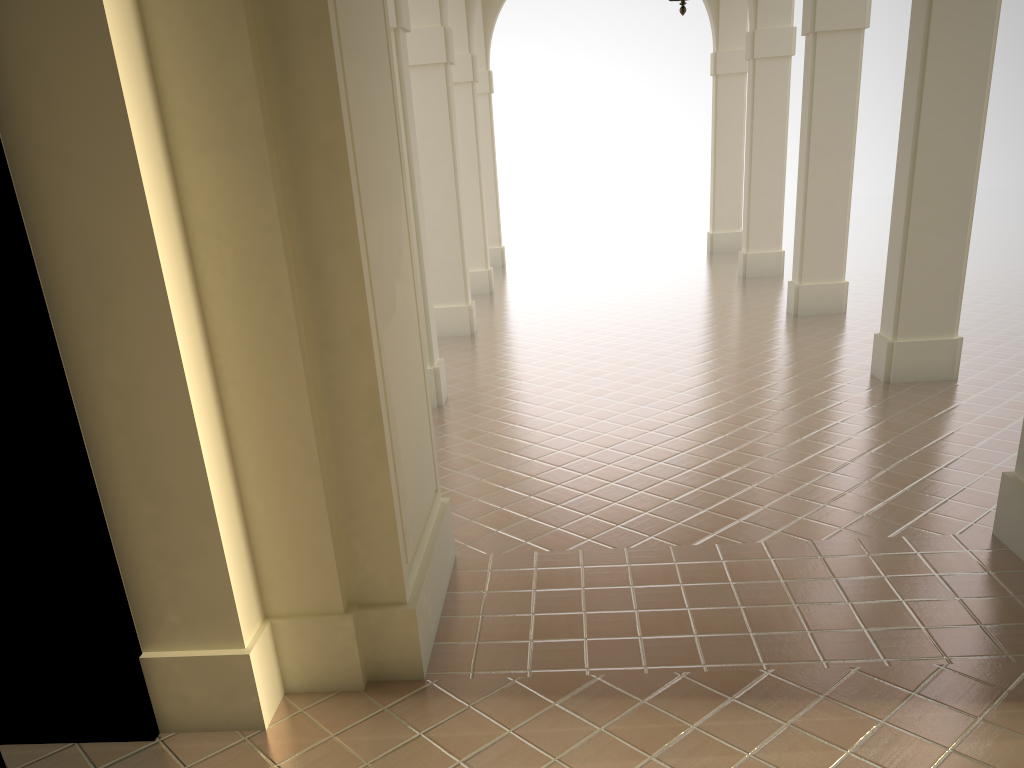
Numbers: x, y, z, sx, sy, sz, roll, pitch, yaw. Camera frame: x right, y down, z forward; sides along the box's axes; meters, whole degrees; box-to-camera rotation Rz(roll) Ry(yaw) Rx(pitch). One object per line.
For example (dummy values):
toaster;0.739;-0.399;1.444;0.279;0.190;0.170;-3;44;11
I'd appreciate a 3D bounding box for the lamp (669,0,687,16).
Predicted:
lamp;1.129;-4.294;5.717;0.510;3.498;0.418;-2;22;4
